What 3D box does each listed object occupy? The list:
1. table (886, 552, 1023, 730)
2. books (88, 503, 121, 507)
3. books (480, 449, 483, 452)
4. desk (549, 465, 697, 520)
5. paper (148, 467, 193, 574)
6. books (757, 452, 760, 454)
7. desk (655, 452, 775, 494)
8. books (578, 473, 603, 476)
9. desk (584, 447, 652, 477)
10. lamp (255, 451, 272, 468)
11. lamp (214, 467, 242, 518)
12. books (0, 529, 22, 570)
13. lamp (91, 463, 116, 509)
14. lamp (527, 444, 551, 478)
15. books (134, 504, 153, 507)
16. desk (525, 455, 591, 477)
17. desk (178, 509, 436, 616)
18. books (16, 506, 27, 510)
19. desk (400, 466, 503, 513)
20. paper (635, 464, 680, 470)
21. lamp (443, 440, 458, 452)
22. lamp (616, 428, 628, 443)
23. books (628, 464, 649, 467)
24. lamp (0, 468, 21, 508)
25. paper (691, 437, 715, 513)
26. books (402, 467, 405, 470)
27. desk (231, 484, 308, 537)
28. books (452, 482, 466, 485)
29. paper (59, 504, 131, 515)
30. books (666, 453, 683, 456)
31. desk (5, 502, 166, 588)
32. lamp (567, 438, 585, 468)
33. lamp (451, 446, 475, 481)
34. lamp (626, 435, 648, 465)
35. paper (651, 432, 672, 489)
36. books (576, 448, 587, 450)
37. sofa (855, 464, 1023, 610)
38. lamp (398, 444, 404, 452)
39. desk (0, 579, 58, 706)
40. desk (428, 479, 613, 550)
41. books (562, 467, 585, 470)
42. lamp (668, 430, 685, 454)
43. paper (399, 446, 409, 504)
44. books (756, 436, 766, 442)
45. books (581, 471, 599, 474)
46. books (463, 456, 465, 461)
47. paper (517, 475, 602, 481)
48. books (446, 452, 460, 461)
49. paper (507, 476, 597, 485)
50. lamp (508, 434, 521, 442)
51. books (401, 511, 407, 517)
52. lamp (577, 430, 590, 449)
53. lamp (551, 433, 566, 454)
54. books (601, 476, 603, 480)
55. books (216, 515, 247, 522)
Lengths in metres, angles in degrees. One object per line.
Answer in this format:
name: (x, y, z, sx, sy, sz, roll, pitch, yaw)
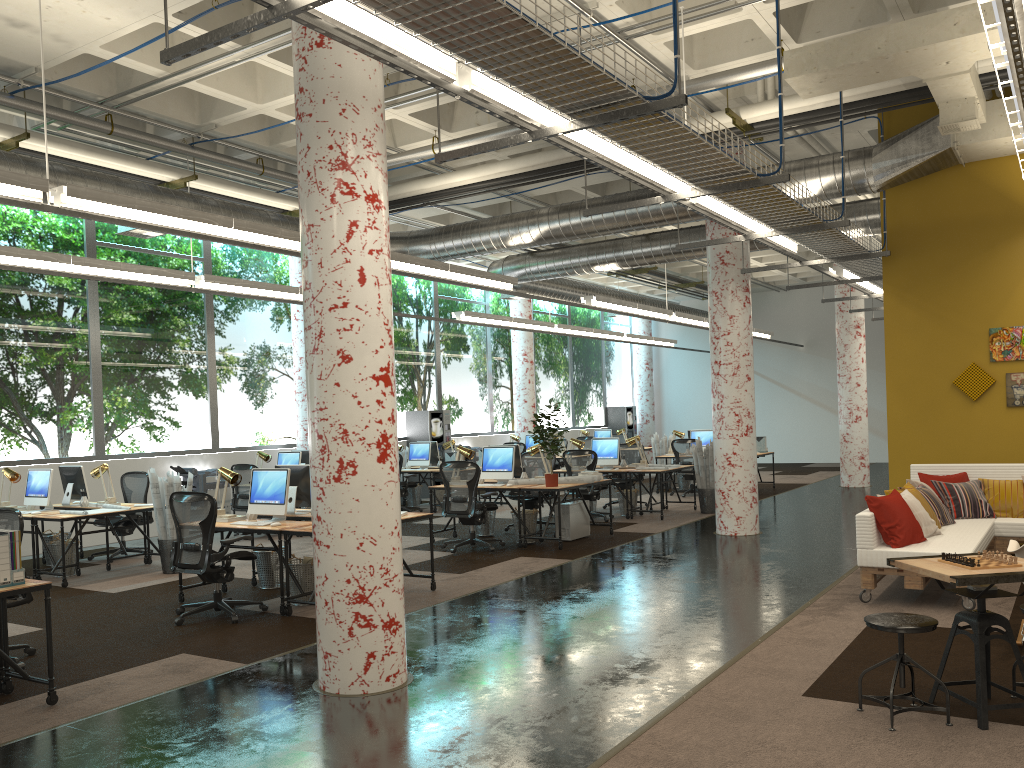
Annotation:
table: (2.368, 1.289, 4.482, 0.626, 0.760, 0.616, -2, 0, -7)
books: (-4.805, 1.424, 10.446, 0.309, 0.038, 0.225, -4, -3, 33)
books: (-0.468, 1.343, 16.133, 0.234, 0.310, 0.068, -2, 0, 33)
desk: (1.756, 1.698, 14.082, 1.942, 0.724, 1.400, -3, -2, 33)
paper: (-3.824, 1.512, 9.940, 0.441, 1.199, 0.412, -2, 1, 11)
books: (4.683, 1.334, 17.173, 0.200, 0.024, 0.235, -2, -2, 6)
desk: (3.989, 1.741, 17.375, 1.942, 0.724, 1.400, -3, -2, 33)
books: (1.012, 1.169, 11.449, 0.193, 0.044, 0.257, 0, -3, -40)
desk: (2.545, 1.982, 22.163, 1.942, 0.724, 1.400, -3, -2, 33)
lamp: (-3.861, 1.328, 13.563, 0.218, 0.611, 0.528, -3, 0, -38)
lamp: (-2.714, 1.081, 8.318, 0.218, 0.611, 0.528, -3, 0, -38)
books: (-2.974, 1.014, 5.197, 0.234, 0.310, 0.068, -2, 0, 33)
lamp: (-4.785, 1.241, 10.418, 0.208, 0.611, 0.528, -3, 0, -38)
lamp: (0.429, 1.066, 11.559, 0.208, 0.611, 0.528, -3, 0, -38)
books: (-4.268, 1.410, 10.316, 0.243, 0.019, 0.205, -1, -2, -20)
desk: (0.790, 1.942, 19.432, 1.942, 0.724, 1.400, -3, -2, 33)
desk: (-1.904, 1.609, 8.208, 1.942, 0.724, 1.400, -3, -2, 33)
books: (-5.868, 1.461, 10.361, 0.309, 0.038, 0.225, -4, -3, 33)
desk: (-1.363, 1.894, 16.080, 1.942, 0.724, 1.400, -3, -2, 33)
paper: (2.244, 1.276, 13.609, 0.568, 0.061, 0.625, -3, -3, 30)
lamp: (-1.049, 1.325, 16.231, 0.218, 0.611, 0.528, -3, 0, -38)
lamp: (2.859, 1.413, 22.315, 0.218, 0.611, 0.528, -3, 0, -38)
books: (2.047, 1.312, 14.258, 0.309, 0.038, 0.225, -4, -3, 33)
lamp: (-5.901, 1.282, 10.384, 0.208, 0.611, 0.528, -3, 0, -38)
paper: (3.027, 1.401, 13.752, 0.441, 1.199, 0.412, -2, 1, 11)
books: (-2.136, 1.544, 16.170, 0.309, 0.038, 0.225, -4, -3, 33)
desk: (-3.051, 1.856, 13.452, 1.942, 0.724, 1.400, -3, -2, 33)
books: (-0.654, 1.285, 11.501, 0.309, 0.038, 0.225, -4, -3, 33)
paper: (-4.607, 1.388, 9.797, 0.568, 0.061, 0.625, -3, -3, 30)
books: (3.216, 1.392, 17.466, 0.309, 0.038, 0.225, -4, -3, 33)
desk: (-5.095, 1.810, 10.270, 1.942, 0.724, 1.400, -3, -2, 33)
lamp: (0.950, 1.170, 14.195, 0.208, 0.611, 0.528, -3, 0, -38)
lamp: (-0.691, 1.107, 11.521, 0.218, 0.611, 0.528, -3, 0, -38)
lamp: (2.066, 1.129, 14.230, 0.208, 0.611, 0.528, -3, 0, -38)
paper: (3.126, 1.577, 18.408, 0.441, 1.199, 0.412, -2, 1, 11)
books: (1.772, 1.632, 22.254, 0.309, 0.038, 0.225, -4, -3, 33)
sofa: (4.330, 1.238, 7.643, 2.020, 0.931, 2.853, -3, -2, 33)
lamp: (-2.169, 1.366, 16.193, 0.208, 0.611, 0.528, -3, 0, -38)
desk: (-3.868, 1.565, 5.143, 1.942, 0.724, 1.400, -3, -2, 33)
desk: (0.119, 1.635, 11.410, 1.942, 0.725, 1.400, -3, -2, 33)
books: (0.983, 1.349, 14.173, 0.309, 0.038, 0.225, -4, -3, 33)
lamp: (3.179, 1.213, 17.486, 0.218, 0.611, 0.528, -3, 0, -38)
paper: (-2.226, 1.730, 17.113, 0.441, 1.199, 0.412, -2, 1, 11)
books: (4.883, 1.191, 17.428, 0.234, 0.310, 0.068, -2, 0, 33)
books: (1.001, 1.137, 11.436, 0.185, 0.030, 0.153, -3, -2, 31)
books: (-0.935, 1.333, 15.407, 0.234, 0.310, 0.068, -2, 0, 33)
paper: (0.573, 1.202, 11.116, 1.134, 0.082, 0.083, -2, -1, -3)
books: (-1.015, 1.331, 15.283, 0.234, 0.310, 0.068, -2, 0, 33)
paper: (0.482, 1.200, 10.976, 1.134, 0.082, 0.083, -2, -1, 7)
lamp: (-0.020, 1.414, 19.542, 0.218, 0.611, 0.528, -3, 0, -38)
books: (-1.092, 1.204, 8.191, 0.200, 0.024, 0.235, -2, -2, 6)
lamp: (1.735, 1.454, 22.274, 0.218, 0.611, 0.528, -3, 0, -38)
lamp: (1.104, 1.373, 19.583, 0.218, 0.611, 0.528, -3, 0, -38)
books: (1.014, 1.215, 11.422, 0.272, 0.050, 0.200, -3, -2, 30)
books: (-2.677, 1.260, 8.298, 0.309, 0.038, 0.225, -4, -3, 33)
